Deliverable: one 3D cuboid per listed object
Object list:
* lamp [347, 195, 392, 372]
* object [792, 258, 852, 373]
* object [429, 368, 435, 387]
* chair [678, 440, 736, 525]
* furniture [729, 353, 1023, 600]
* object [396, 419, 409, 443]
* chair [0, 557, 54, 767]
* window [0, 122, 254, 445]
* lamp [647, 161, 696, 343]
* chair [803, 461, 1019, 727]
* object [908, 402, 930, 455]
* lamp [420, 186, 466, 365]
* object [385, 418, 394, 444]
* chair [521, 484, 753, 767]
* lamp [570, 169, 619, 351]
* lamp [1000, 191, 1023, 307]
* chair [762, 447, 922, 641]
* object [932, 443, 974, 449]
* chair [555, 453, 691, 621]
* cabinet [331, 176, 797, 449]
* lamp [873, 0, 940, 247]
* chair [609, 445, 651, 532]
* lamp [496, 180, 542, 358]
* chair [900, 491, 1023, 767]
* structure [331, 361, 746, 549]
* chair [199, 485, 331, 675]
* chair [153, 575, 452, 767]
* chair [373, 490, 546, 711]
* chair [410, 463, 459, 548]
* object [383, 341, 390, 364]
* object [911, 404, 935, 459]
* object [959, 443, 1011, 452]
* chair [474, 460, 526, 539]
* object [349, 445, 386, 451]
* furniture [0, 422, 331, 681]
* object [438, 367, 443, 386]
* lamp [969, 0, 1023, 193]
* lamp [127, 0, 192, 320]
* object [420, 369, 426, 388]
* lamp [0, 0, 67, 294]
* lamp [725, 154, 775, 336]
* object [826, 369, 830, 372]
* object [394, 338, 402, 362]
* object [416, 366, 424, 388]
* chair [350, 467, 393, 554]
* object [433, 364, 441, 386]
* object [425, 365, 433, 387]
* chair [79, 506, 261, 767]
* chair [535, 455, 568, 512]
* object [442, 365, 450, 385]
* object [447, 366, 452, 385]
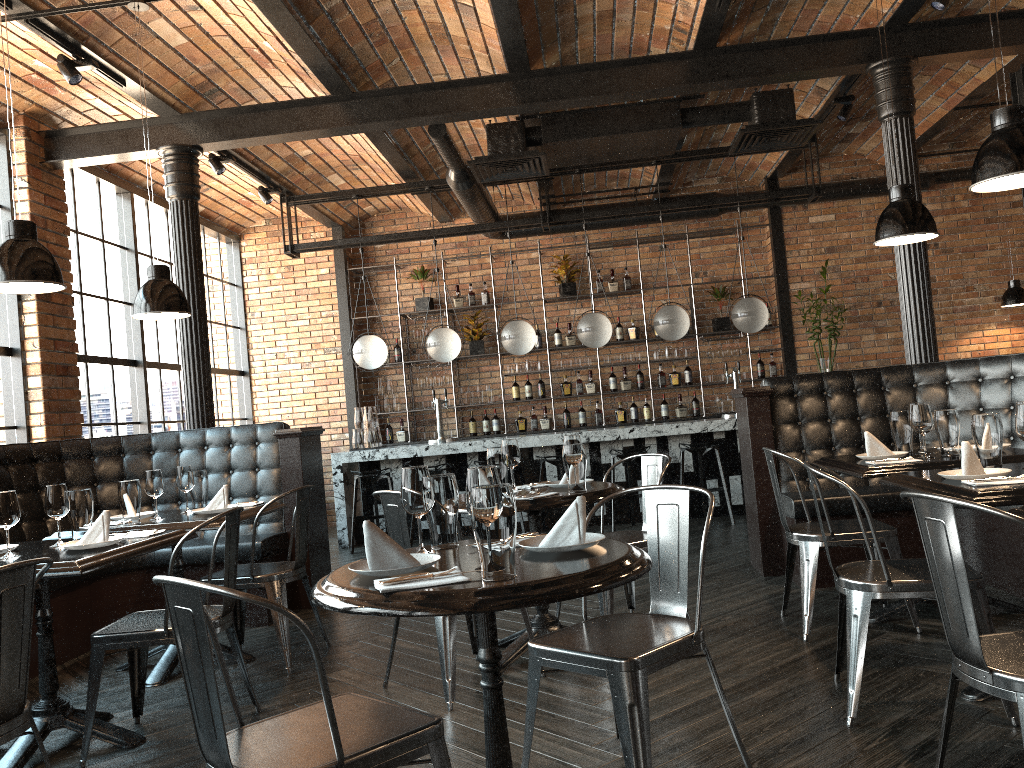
[{"bbox_3d":[-1.451,-0.993,8.715,0.340,1.754,0.340,-4,-2,-39],"label":"lamp"},{"bbox_3d":[3.358,-0.536,9.499,0.584,1.546,0.673,-7,-3,44],"label":"object"},{"bbox_3d":[-0.958,-0.090,10.522,0.092,0.244,0.092,-5,-2,11],"label":"object"},{"bbox_3d":[1.693,0.870,7.878,0.475,0.737,0.414,-5,-2,10],"label":"chair"},{"bbox_3d":[2.213,0.425,3.053,1.979,1.212,5.451,-5,-2,5],"label":"furniture"},{"bbox_3d":[-1.290,0.548,10.450,0.123,0.279,0.123,-6,-2,19],"label":"object"},{"bbox_3d":[-1.497,0.908,2.295,0.558,0.857,0.504,-5,-2,10],"label":"chair"},{"bbox_3d":[-3.921,-0.325,2.410,0.168,3.253,16.179,-5,-2,5],"label":"window"},{"bbox_3d":[1.456,-1.261,8.449,0.340,1.754,0.340,-4,-2,-39],"label":"lamp"},{"bbox_3d":[1.355,0.681,3.106,0.558,0.857,0.504,-6,-2,15],"label":"chair"},{"bbox_3d":[1.956,0.213,4.255,0.092,0.244,0.092,-6,-2,22],"label":"object"},{"bbox_3d":[-0.724,-1.060,8.649,0.340,1.754,0.340,-4,-2,-39],"label":"lamp"},{"bbox_3d":[-1.448,0.552,10.453,0.086,0.297,0.086,-7,-2,39],"label":"object"},{"bbox_3d":[0.338,0.755,2.604,0.558,0.857,0.504,-3,-3,-45],"label":"chair"},{"bbox_3d":[0.729,-1.194,8.516,0.340,1.754,0.340,-4,-2,-39],"label":"lamp"},{"bbox_3d":[5.170,-1.641,9.247,0.291,1.653,0.291,-4,-2,-20],"label":"lamp"},{"bbox_3d":[1.515,0.702,4.177,0.558,0.857,0.504,-5,-2,5],"label":"chair"},{"bbox_3d":[2.215,0.307,4.379,0.255,0.019,0.157,-5,-2,1],"label":"object"},{"bbox_3d":[0.529,0.799,4.432,0.558,0.857,0.504,-4,-2,-30],"label":"chair"},{"bbox_3d":[-0.293,-0.336,10.353,7.075,3.779,0.564,-5,-2,5],"label":"cabinet"},{"bbox_3d":[1.808,-1.508,4.259,0.291,1.653,0.291,-4,-2,-40],"label":"lamp"},{"bbox_3d":[1.079,0.926,7.934,0.475,0.737,0.414,-5,-2,0],"label":"chair"},{"bbox_3d":[0.002,-1.127,8.582,0.340,1.754,0.340,-4,-2,-39],"label":"lamp"},{"bbox_3d":[1.268,0.654,2.059,0.558,0.857,0.504,-5,-2,-5],"label":"chair"},{"bbox_3d":[1.052,0.619,9.058,5.346,1.430,1.930,-5,-2,5],"label":"structure"},{"bbox_3d":[-1.259,0.958,4.444,0.558,0.857,0.504,-5,-2,10],"label":"chair"},{"bbox_3d":[-0.441,0.802,1.952,0.558,0.857,0.504,-3,-3,-45],"label":"chair"},{"bbox_3d":[-0.256,0.847,3.777,0.558,0.857,0.504,-4,-2,-40],"label":"chair"},{"bbox_3d":[-0.691,1.089,8.096,0.475,0.737,0.414,-5,-2,10],"label":"chair"},{"bbox_3d":[-1.507,-0.369,10.493,0.123,0.279,0.123,-5,-2,-6],"label":"object"},{"bbox_3d":[1.851,0.213,3.993,0.092,0.244,0.092,-5,-2,-12],"label":"object"},{"bbox_3d":[2.201,0.246,4.152,0.232,0.139,0.232,-4,-2,-37],"label":"object"},{"bbox_3d":[-0.133,1.038,8.045,0.475,0.737,0.414,-5,-2,0],"label":"chair"},{"bbox_3d":[-1.421,0.634,8.760,0.273,0.019,0.437,-5,-2,5],"label":"object"},{"bbox_3d":[-2.481,0.857,3.486,1.979,1.212,5.451,-5,-2,5],"label":"furniture"},{"bbox_3d":[-0.859,-0.099,10.513,0.092,0.244,0.092,-5,-2,11],"label":"object"},{"bbox_3d":[1.705,-1.535,3.162,0.291,1.653,0.291,-4,-2,-40],"label":"lamp"},{"bbox_3d":[-1.877,-1.169,4.596,0.291,1.653,0.291,-4,-2,-40],"label":"lamp"},{"bbox_3d":[-1.067,-0.080,10.532,0.092,0.244,0.092,-5,-2,11],"label":"object"},{"bbox_3d":[-1.980,-1.196,3.499,0.291,1.653,0.291,-6,-2,30],"label":"lamp"},{"bbox_3d":[2.183,-1.328,8.383,0.340,1.754,0.340,-4,-2,-39],"label":"lamp"},{"bbox_3d":[3.356,0.033,9.118,0.319,0.397,0.316,-4,-2,-36],"label":"object"},{"bbox_3d":[-1.353,-0.394,10.496,0.086,0.299,0.086,-4,-2,-36],"label":"object"},{"bbox_3d":[-1.082,-0.084,10.368,0.092,0.244,0.092,-5,-2,11],"label":"object"},{"bbox_3d":[-1.257,1.141,8.148,0.475,0.737,0.414,-5,-2,-5],"label":"chair"},{"bbox_3d":[-0.875,-0.103,10.349,0.092,0.244,0.092,-5,-2,11],"label":"object"},{"bbox_3d":[-0.973,-0.094,10.358,0.092,0.244,0.092,-5,-2,11],"label":"object"},{"bbox_3d":[-1.299,0.927,3.400,0.558,0.857,0.504,-5,-2,0],"label":"chair"},{"bbox_3d":[0.443,0.985,7.992,0.475,0.737,0.414,-6,-2,15],"label":"chair"},{"bbox_3d":[-0.772,-0.112,10.339,0.092,0.244,0.092,-5,-2,11],"label":"object"},{"bbox_3d":[-0.757,-0.108,10.504,0.092,0.244,0.092,-5,-2,11],"label":"object"}]
